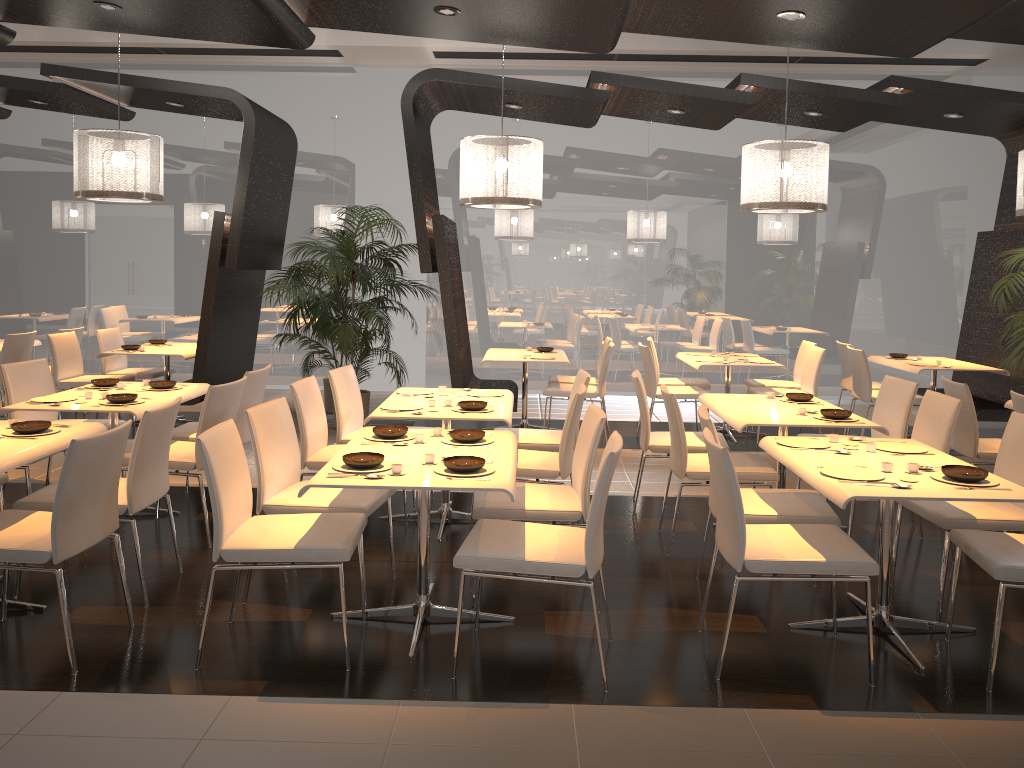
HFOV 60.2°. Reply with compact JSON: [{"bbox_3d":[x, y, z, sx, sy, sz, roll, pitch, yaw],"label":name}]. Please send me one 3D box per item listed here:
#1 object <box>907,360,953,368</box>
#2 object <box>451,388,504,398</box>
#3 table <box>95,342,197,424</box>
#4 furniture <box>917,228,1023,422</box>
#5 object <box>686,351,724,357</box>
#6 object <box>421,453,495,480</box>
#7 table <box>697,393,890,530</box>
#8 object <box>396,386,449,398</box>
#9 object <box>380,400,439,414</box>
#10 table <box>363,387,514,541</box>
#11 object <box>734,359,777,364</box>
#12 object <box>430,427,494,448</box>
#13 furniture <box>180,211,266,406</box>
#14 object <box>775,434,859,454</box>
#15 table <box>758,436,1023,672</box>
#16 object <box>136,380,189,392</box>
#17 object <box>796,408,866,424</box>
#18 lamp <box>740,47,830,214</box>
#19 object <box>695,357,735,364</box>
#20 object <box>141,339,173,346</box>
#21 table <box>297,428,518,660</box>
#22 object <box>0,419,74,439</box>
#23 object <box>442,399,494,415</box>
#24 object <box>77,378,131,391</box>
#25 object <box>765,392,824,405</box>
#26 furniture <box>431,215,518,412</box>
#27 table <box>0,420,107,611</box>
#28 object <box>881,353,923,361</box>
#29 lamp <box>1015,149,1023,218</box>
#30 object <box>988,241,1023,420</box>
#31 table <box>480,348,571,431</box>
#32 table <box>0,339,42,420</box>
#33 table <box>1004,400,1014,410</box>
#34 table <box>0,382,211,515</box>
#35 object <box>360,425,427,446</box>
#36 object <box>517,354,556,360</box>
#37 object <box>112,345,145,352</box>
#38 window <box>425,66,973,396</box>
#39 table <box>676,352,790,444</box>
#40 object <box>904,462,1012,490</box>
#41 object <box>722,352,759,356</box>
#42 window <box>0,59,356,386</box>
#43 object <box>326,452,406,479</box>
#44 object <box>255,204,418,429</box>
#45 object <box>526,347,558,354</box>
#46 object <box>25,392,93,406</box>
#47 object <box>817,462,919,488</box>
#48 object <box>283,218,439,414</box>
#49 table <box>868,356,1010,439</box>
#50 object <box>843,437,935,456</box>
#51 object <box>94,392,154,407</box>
[{"bbox_3d":[3.746,-0.181,7.891,0.335,0.037,0.379,0,7,-5],"label":"object"},{"bbox_3d":[-0.222,0.045,5.614,0.335,0.037,0.379,0,7,-10],"label":"object"},{"bbox_3d":[-3.248,0.021,8.325,0.800,0.722,1.155,1,6,1],"label":"table"},{"bbox_3d":[4.342,-0.599,8.168,0.757,1.668,1.410,1,5,1],"label":"furniture"},{"bbox_3d":[1.857,-0.294,8.508,0.335,0.037,0.379,0,7,-5],"label":"object"},{"bbox_3d":[-0.217,0.316,3.499,0.303,0.044,0.367,1,7,0],"label":"object"},{"bbox_3d":[1.734,0.506,5.269,1.053,0.722,1.155,1,6,1],"label":"table"},{"bbox_3d":[-0.565,0.045,5.568,0.335,0.037,0.379,0,7,-5],"label":"object"},{"bbox_3d":[-0.574,0.124,4.954,0.335,0.037,0.379,0,7,-5],"label":"object"},{"bbox_3d":[-0.395,0.465,5.295,0.800,0.722,1.155,1,6,1],"label":"table"},{"bbox_3d":[2.183,-0.218,7.968,0.335,0.037,0.379,0,7,-10],"label":"object"},{"bbox_3d":[-0.235,0.239,4.092,0.303,0.044,0.367,1,7,0],"label":"object"},{"bbox_3d":[-2.817,-0.738,8.270,0.757,1.668,1.410,1,5,1],"label":"furniture"},{"bbox_3d":[1.415,0.271,4.092,0.335,0.037,0.379,0,7,-5],"label":"object"},{"bbox_3d":[1.594,0.697,3.776,0.800,0.722,1.155,1,6,1],"label":"table"},{"bbox_3d":[-2.243,0.005,5.626,0.303,0.044,0.367,1,7,0],"label":"object"},{"bbox_3d":[1.763,0.167,4.920,0.303,0.044,0.367,1,7,0],"label":"object"},{"bbox_3d":[2.062,-2.260,6.619,0.628,1.922,0.628,3,4,29],"label":"lamp"},{"bbox_3d":[1.818,-0.216,7.901,0.335,0.037,0.379,0,7,-5],"label":"object"},{"bbox_3d":[-3.422,-0.402,8.597,0.303,0.044,0.367,0,7,-5],"label":"object"},{"bbox_3d":[-0.380,0.659,3.804,0.800,0.722,1.155,1,6,1],"label":"table"},{"bbox_3d":[-2.253,0.200,4.116,0.303,0.044,0.367,1,7,0],"label":"object"},{"bbox_3d":[-0.249,0.122,4.993,0.303,0.044,0.367,1,7,0],"label":"object"},{"bbox_3d":[-2.569,-0.001,5.625,0.303,0.044,0.367,1,7,0],"label":"object"},{"bbox_3d":[1.773,0.083,5.568,0.303,0.044,0.367,1,7,0],"label":"object"},{"bbox_3d":[-0.310,-0.690,8.234,0.757,1.668,1.410,1,5,1],"label":"furniture"},{"bbox_3d":[-2.420,0.618,3.838,0.800,0.722,1.155,1,6,1],"label":"table"},{"bbox_3d":[3.761,-0.264,8.508,0.303,0.044,0.367,1,7,0],"label":"object"},{"bbox_3d":[4.158,-2.219,6.589,0.628,1.922,0.628,3,4,33],"label":"lamp"},{"bbox_3d":[4.430,-0.310,6.762,1.505,2.051,1.569,2,5,14],"label":"object"},{"bbox_3d":[0.122,0.085,8.295,0.800,0.722,1.155,1,6,1],"label":"table"},{"bbox_3d":[-5.149,-0.016,8.359,0.800,0.722,1.155,1,6,1],"label":"table"},{"bbox_3d":[3.606,0.544,5.227,0.800,0.722,1.155,1,6,1],"label":"table"},{"bbox_3d":[-2.405,0.423,5.342,0.800,0.722,1.155,1,6,1],"label":"table"},{"bbox_3d":[-0.538,0.232,4.102,0.303,0.044,0.367,1,7,0],"label":"object"},{"bbox_3d":[0.222,-0.256,7.994,0.335,0.037,0.379,0,7,-10],"label":"object"},{"bbox_3d":[-3.425,-0.323,7.991,0.303,0.044,0.367,1,7,0],"label":"object"},{"bbox_3d":[2.176,-1.804,10.419,6.578,3.964,0.070,1,3,1],"label":"window"},{"bbox_3d":[2.011,0.123,8.257,0.800,0.722,1.155,1,6,1],"label":"table"},{"bbox_3d":[1.742,0.352,3.489,0.303,0.044,0.367,1,7,0],"label":"object"},{"bbox_3d":[2.207,-0.298,8.583,0.335,0.037,0.379,0,7,-10],"label":"object"},{"bbox_3d":[-5.022,-1.944,10.521,6.578,3.964,0.070,1,3,1],"label":"window"},{"bbox_3d":[-0.560,0.312,3.483,0.303,0.044,0.367,1,7,0],"label":"object"},{"bbox_3d":[-1.494,-0.594,8.148,1.561,2.051,1.513,1,5,-6],"label":"object"},{"bbox_3d":[0.292,-0.332,8.566,0.303,0.044,0.367,1,7,0],"label":"object"},{"bbox_3d":[-2.570,0.081,5.021,0.335,0.037,0.379,0,7,-5],"label":"object"},{"bbox_3d":[1.406,0.351,3.479,0.335,0.037,0.379,0,7,-5],"label":"object"},{"bbox_3d":[-1.698,-0.738,9.233,1.507,2.051,1.568,-2,6,-37],"label":"object"},{"bbox_3d":[3.912,0.161,8.224,0.800,0.722,1.155,1,6,1],"label":"table"},{"bbox_3d":[1.728,0.275,4.105,0.335,0.037,0.379,0,7,-10],"label":"object"},{"bbox_3d":[-2.239,0.081,5.035,0.303,0.044,0.367,1,7,0],"label":"object"}]
